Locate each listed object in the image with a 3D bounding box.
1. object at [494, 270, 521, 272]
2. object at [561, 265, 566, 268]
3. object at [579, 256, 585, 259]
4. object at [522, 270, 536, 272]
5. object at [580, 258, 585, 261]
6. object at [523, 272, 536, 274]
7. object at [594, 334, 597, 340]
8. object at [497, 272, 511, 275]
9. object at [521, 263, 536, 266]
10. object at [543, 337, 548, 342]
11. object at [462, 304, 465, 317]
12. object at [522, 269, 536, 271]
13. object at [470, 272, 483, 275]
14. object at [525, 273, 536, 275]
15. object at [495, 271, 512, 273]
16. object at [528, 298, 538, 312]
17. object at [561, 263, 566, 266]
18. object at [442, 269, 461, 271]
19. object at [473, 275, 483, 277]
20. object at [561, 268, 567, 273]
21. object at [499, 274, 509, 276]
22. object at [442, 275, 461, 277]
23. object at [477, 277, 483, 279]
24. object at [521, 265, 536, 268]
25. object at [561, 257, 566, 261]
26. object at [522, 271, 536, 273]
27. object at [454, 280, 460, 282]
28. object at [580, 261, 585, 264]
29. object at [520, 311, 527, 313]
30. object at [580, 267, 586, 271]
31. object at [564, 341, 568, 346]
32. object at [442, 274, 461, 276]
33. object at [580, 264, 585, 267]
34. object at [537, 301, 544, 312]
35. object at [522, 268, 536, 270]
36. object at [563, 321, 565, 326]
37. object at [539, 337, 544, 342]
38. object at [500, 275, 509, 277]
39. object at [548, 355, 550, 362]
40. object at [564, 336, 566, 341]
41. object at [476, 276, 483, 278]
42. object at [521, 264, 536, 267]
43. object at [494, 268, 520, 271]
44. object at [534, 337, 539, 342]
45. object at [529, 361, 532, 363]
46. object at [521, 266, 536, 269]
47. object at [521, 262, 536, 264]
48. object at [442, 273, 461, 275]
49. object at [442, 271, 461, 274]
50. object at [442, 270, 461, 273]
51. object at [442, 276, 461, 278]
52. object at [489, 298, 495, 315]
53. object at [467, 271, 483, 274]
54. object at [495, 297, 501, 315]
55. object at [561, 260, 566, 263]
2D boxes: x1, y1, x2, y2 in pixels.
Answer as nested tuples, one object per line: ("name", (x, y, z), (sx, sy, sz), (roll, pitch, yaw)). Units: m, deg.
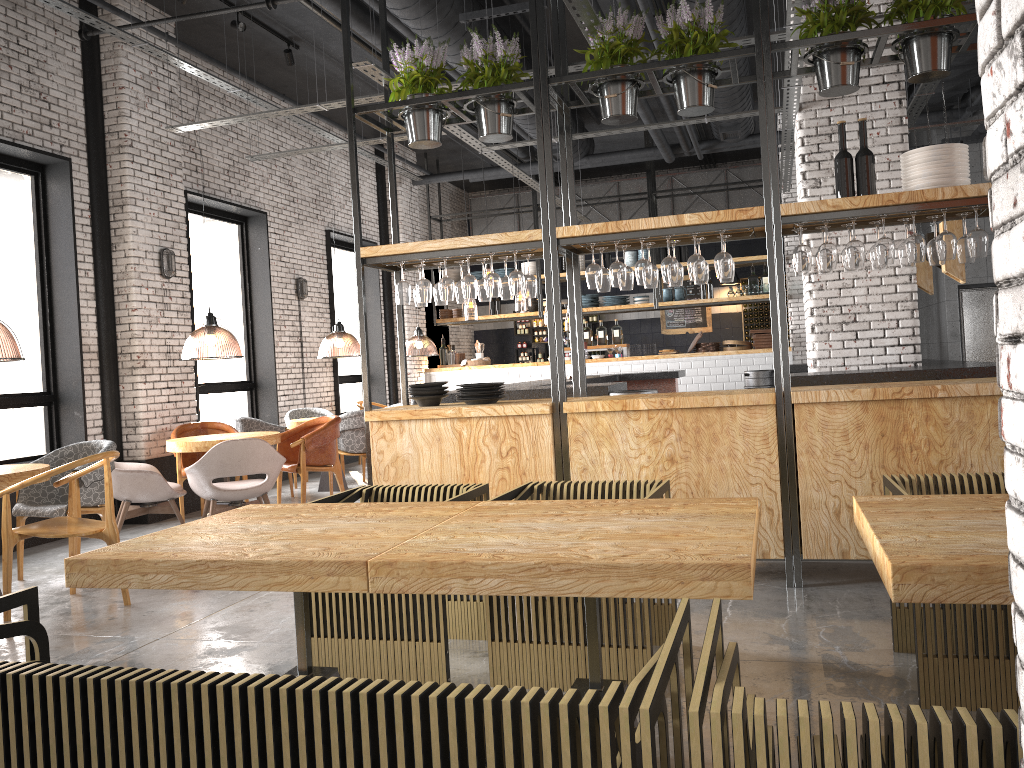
("object", (-0.078, -1.907, 15.065), (0.454, 0.050, 0.453), (-3, 1, -8))
("object", (0.918, -1.921, 14.779), (0.196, 0.101, 0.196), (-3, 1, 36))
("object", (1.115, -2.064, 14.717), (0.196, 0.100, 0.196), (-3, 1, 13))
("object", (0.328, -1.890, 14.948), (0.335, 0.039, 0.334), (-4, 1, -17))
("object", (1.117, -2.020, 14.720), (0.196, 0.103, 0.196), (-3, 1, 33))
("object", (0.330, -1.851, 14.947), (0.335, 0.037, 0.334), (-4, 1, -17))
("object", (1.688, -0.940, 17.670), (0.089, 0.108, 0.106), (-3, 1, -23))
("object", (-0.075, -1.859, 15.066), (0.454, 0.038, 0.454), (-3, 1, 18))
("object", (0.321, -2.003, 14.947), (0.335, 0.039, 0.335), (-3, 1, -9))
("object", (0.692, -0.910, 17.965), (0.092, 0.108, 0.105), (-3, 1, 28))
("object", (-0.773, -1.266, 15.081), (0.106, 0.264, 0.152), (-3, 0, 44))
("object", (0.326, -1.909, 14.947), (0.335, 0.040, 0.334), (-4, 1, -29))
("object", (-0.547, -1.882, 15.205), (0.453, 0.047, 0.454), (-3, 1, 14))
("object", (0.331, -1.832, 14.948), (0.335, 0.046, 0.334), (-3, 1, -3))
("object", (-0.076, -1.882, 15.067), (0.454, 0.037, 0.454), (-4, 1, -29))
("object", (0.352, -1.349, 14.885), (0.196, 0.305, 0.196), (-4, 0, -36))
("object", (0.916, -1.966, 14.773), (0.196, 0.107, 0.196), (-4, 1, -12))
("object", (-1.048, -1.950, 15.352), (0.334, 0.039, 0.335), (-3, 1, 7))
("object", (-0.543, -1.834, 15.205), (0.454, 0.038, 0.454), (-3, 1, -7))
("object", (0.921, -1.877, 14.781), (0.196, 0.104, 0.196), (-4, 1, -37))
("object", (-0.074, -1.835, 15.066), (0.454, 0.042, 0.454), (-4, 1, -23))
("object", (-1.044, -1.853, 15.353), (0.335, 0.043, 0.334), (-4, 1, -34))
("object", (-0.541, -1.787, 15.205), (0.454, 0.043, 0.454), (-3, 1, 19))
("object", (0.323, -1.964, 14.948), (0.335, 0.041, 0.334), (-4, 1, -14))
("object", (0.910, -2.053, 14.776), (0.196, 0.102, 0.196), (-3, 1, 10))
("object", (0.328, -1.870, 14.947), (0.335, 0.040, 0.334), (-4, 1, -20))
("object", (-1.038, -1.760, 15.353), (0.335, 0.042, 0.334), (-4, 1, -35))
("object", (1.120, -1.976, 14.714), (0.196, 0.104, 0.196), (-4, 1, -38))
("object", (0.190, -1.365, 14.919), (0.132, 0.360, 0.127), (-3, 0, 42))
("object", (1.125, -1.888, 14.713), (0.196, 0.105, 0.196), (-3, 1, -6))
("object", (1.100, -0.825, 17.859), (0.090, 0.101, 0.111), (-3, 1, -17))
("object", (-1.044, -1.872, 15.352), (0.334, 0.038, 0.335), (-3, 1, 37))
("object", (1.120, -1.932, 14.715), (0.196, 0.104, 0.196), (-3, 1, -8))
("object", (0.442, -1.309, 15.069), (0.203, 0.213, 0.203), (-4, 1, -36))
("object", (0.325, -1.925, 14.948), (0.334, 0.039, 0.335), (-3, 1, 24))
("object", (1.085, -1.223, 17.843), (0.089, 0.108, 0.106), (-3, 1, -23))
("object", (0.604, -0.905, 17.990), (0.089, 0.108, 0.106), (-3, 1, -23))
("object", (-0.071, -1.812, 15.067), (0.454, 0.045, 0.454), (-3, 1, -9))
("object", (0.771, -0.586, 17.949), (0.079, 0.281, 0.079), (-3, 0, 25))
("object", (1.040, -0.923, 17.875), (0.090, 0.101, 0.111), (-3, 1, -17))
("object", (-0.542, -1.811, 15.205), (0.454, 0.044, 0.454), (-3, 1, 12))
("object", (0.322, -1.983, 14.948), (0.335, 0.044, 0.334), (-4, 1, -13))
("object", (-0.079, -1.929, 15.066), (0.454, 0.039, 0.454), (-3, 1, 36))
("object", (0.502, -0.902, 18.019), (0.092, 0.112, 0.100), (-3, 0, 3))
("object", (0.375, -0.407, 18.080), (0.090, 0.101, 0.111), (-3, 1, -17))
("object", (0.324, -1.944, 14.947), (0.334, 0.043, 0.335), (-3, 1, 0))
("object", (0.320, -2.022, 14.948), (0.335, 0.039, 0.334), (-4, 1, -10))
("object", (-1.045, -1.892, 15.352), (0.335, 0.035, 0.335), (-3, 1, -8))
("object", (-1.047, -1.911, 15.352), (0.334, 0.040, 0.335), (-3, 1, 7))
("object", (-1.047, -1.931, 15.353), (0.334, 0.042, 0.335), (-3, 1, 13))
("object", (-1.043, -1.837, 15.352), (0.334, 0.038, 0.335), (-2, 1, 42))
("object", (-0.347, -1.396, 15.308), (0.098, 0.471, 0.098), (-3, 0, -6))
("object", (-0.548, -1.905, 15.204), (0.454, 0.050, 0.454), (-3, 1, 30))
("object", (-0.244, -1.402, 15.278), (0.098, 0.471, 0.098), (-3, 0, -6))
("object", (0.912, -2.009, 14.776), (0.196, 0.102, 0.196), (-3, 1, 27))
